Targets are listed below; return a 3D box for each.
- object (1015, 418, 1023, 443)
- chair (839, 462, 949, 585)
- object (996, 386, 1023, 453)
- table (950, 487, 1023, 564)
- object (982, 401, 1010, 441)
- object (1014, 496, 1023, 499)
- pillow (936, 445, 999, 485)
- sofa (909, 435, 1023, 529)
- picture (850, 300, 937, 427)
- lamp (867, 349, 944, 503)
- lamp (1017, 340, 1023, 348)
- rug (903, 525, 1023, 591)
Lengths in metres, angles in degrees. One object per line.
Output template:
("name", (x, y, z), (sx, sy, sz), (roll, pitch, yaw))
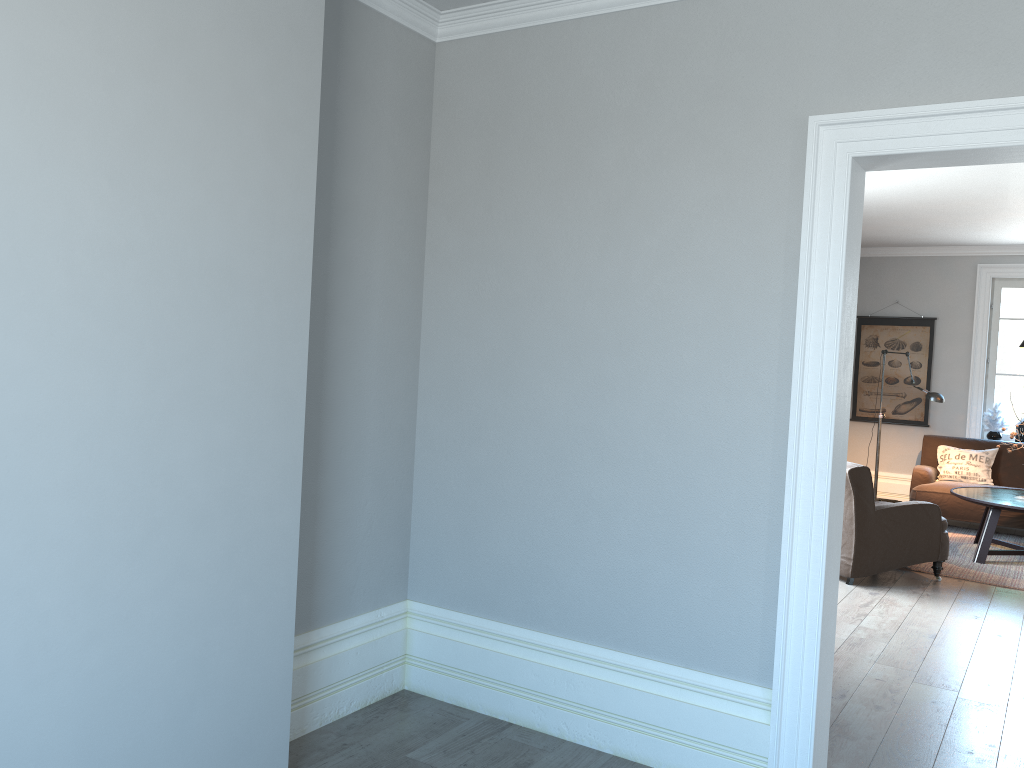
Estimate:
("object", (5.033, 0.460, 8.702), (0.155, 0.284, 0.155), (4, 2, 22))
("chair", (2.510, 0.926, 6.285), (0.970, 0.795, 0.807), (3, 2, -17))
("object", (4.209, 0.378, 6.759), (0.853, 1.066, 0.525), (3, 2, 3))
("table", (4.111, 1.150, 6.891), (1.300, 0.503, 1.300), (4, 2, 25))
("object", (4.803, 0.372, 8.838), (0.247, 0.423, 0.263), (2, 2, -22))
("object", (4.091, 0.876, 6.798), (0.153, 0.067, 0.404), (2, 3, -40))
("pillow", (4.280, 0.768, 8.366), (0.519, 0.368, 0.240), (4, 2, 32))
("sofa", (4.779, 0.978, 7.925), (2.165, 0.824, 0.968), (4, 2, 32))
("picture", (4.032, -0.231, 9.388), (0.793, 1.313, 0.057), (4, 2, 32))
("lamp", (3.557, 0.482, 8.733), (0.797, 1.644, 1.864), (3, 2, -20))
("lamp", (4.221, -0.807, 6.834), (0.504, 1.075, 0.504), (3, 2, -11))
("rug", (4.144, 1.346, 6.912), (2.819, 0.090, 2.400), (4, 2, 32))
